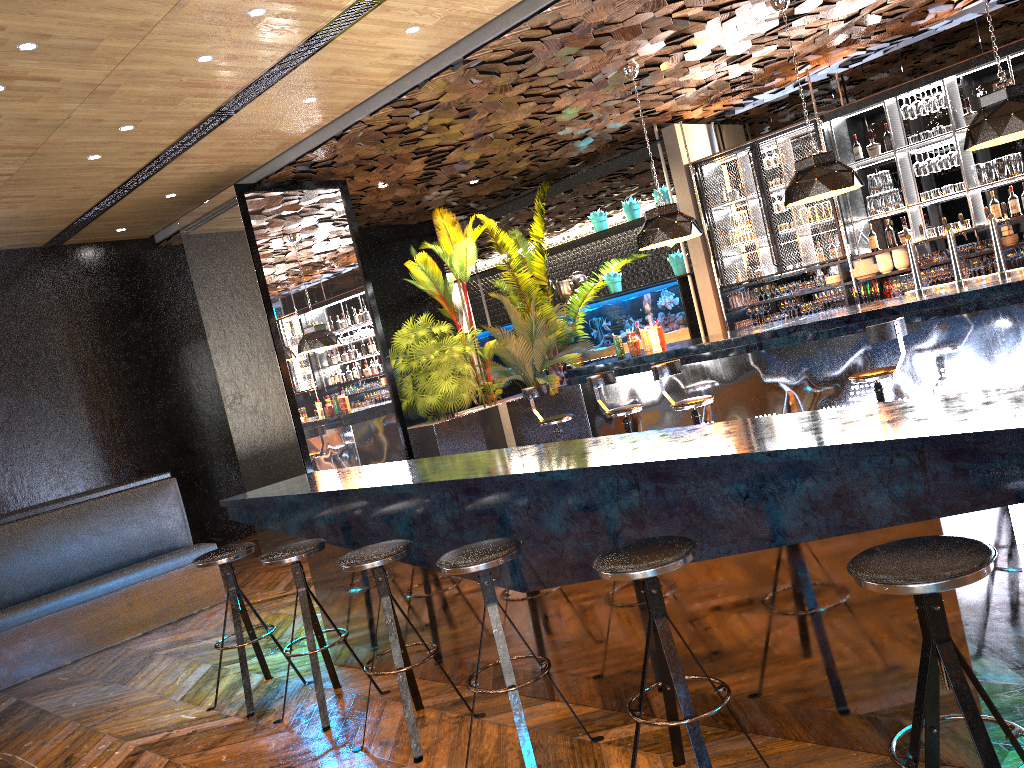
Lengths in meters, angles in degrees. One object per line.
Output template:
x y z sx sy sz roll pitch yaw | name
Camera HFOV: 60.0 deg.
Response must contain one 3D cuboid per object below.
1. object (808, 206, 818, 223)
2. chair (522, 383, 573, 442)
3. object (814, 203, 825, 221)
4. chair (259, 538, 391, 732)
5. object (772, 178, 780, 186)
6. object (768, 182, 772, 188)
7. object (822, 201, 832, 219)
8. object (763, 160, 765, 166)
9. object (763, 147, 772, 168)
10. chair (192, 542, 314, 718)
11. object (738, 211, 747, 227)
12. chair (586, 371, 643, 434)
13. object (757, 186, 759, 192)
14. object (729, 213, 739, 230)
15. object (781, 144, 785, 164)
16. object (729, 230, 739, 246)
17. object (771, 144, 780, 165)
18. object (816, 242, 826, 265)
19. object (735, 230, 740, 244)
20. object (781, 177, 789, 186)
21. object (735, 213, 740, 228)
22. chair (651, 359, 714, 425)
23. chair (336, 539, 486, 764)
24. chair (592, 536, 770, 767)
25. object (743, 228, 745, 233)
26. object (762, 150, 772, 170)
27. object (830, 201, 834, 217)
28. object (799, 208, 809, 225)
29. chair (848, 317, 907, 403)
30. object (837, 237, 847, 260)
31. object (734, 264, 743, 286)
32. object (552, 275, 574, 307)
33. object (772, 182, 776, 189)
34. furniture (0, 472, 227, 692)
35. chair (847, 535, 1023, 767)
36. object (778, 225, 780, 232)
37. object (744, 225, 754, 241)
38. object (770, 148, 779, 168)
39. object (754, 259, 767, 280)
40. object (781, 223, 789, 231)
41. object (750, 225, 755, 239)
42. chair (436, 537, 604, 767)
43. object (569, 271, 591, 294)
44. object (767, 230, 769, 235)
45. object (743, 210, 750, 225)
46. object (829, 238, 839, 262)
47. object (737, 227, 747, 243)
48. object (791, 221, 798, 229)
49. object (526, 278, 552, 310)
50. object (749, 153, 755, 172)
3.298 -1.849 9.699 0.092 0.182 0.092 -11 3 40 | object
0.416 0.543 7.836 0.476 1.108 0.419 -11 3 45 | chair
3.322 -1.849 9.566 0.092 0.182 0.092 -11 3 40 | object
-0.968 1.177 4.294 0.419 0.813 0.419 -11 3 40 | chair
2.925 -2.222 9.802 0.077 0.080 0.077 -14 2 -9 | object
2.869 -2.214 9.922 0.077 0.080 0.077 -14 2 -9 | object
3.373 -1.858 9.484 0.092 0.182 0.092 -11 3 40 | object
2.765 -2.492 9.863 0.081 0.213 0.081 -15 3 -39 | object
2.824 -2.503 9.801 0.081 0.213 0.081 -15 3 -39 | object
-1.435 1.271 4.715 0.419 0.813 0.419 -11 3 40 | chair
2.656 -1.905 10.244 0.092 0.182 0.092 -11 3 40 | object
0.937 0.444 7.207 0.476 1.108 0.419 -11 3 45 | chair
2.810 -2.203 10.011 0.077 0.080 0.077 -12 3 36 | object
2.580 -1.890 10.310 0.092 0.182 0.092 -11 3 40 | object
2.985 -2.543 9.838 0.081 0.213 0.081 -15 3 -39 | object
2.589 -1.706 10.354 0.092 0.182 0.092 -11 3 40 | object
2.887 -2.515 9.737 0.081 0.213 0.081 -15 3 -39 | object
3.369 -1.427 9.688 0.075 0.261 0.075 -13 2 4 | object
2.652 -1.725 10.433 0.092 0.182 0.092 -11 3 40 | object
3.054 -2.257 9.896 0.077 0.080 0.077 -14 2 -9 | object
2.644 -1.908 10.382 0.092 0.182 0.092 -11 3 40 | object
1.369 0.367 6.593 0.476 1.108 0.419 -11 3 45 | chair
-0.487 1.085 3.745 0.419 0.813 0.419 -11 3 40 | chair
0.492 0.894 2.716 0.419 0.813 0.419 -11 3 40 | chair
2.722 -1.738 10.352 0.092 0.182 0.092 -11 3 40 | object
2.863 -2.520 9.964 0.081 0.213 0.081 -15 3 -39 | object
3.445 -1.877 9.543 0.092 0.182 0.092 -11 3 40 | object
3.191 -1.822 9.668 0.092 0.182 0.092 -11 3 40 | object
2.398 0.159 5.675 0.419 1.108 0.476 -15 3 -30 | chair
3.536 -1.461 9.517 0.075 0.260 0.075 -13 2 4 | object
2.655 -1.287 10.424 0.075 0.261 0.075 -13 2 4 | object
0.757 -1.281 12.389 0.232 0.398 0.378 -14 2 -15 | object
2.972 -2.240 9.966 0.077 0.080 0.077 -13 2 11 | object
-5.501 2.048 5.465 1.802 1.137 7.087 -11 3 45 | furniture
1.046 0.787 2.097 0.419 0.813 0.419 -11 3 40 | chair
2.968 -1.727 9.939 0.077 0.080 0.077 -12 3 24 | object
2.723 -1.732 10.202 0.092 0.182 0.092 -11 3 40 | object
2.923 -2.531 9.902 0.081 0.213 0.081 -15 3 -39 | object
2.855 -1.317 10.196 0.108 0.244 0.108 -15 3 -31 | object
3.018 -1.734 9.813 0.077 0.080 0.077 -11 3 41 | object
2.781 -1.749 10.278 0.092 0.182 0.092 -11 3 40 | object
-0.031 0.995 3.272 0.419 0.813 0.419 -11 3 40 | chair
0.921 -1.388 12.068 0.290 0.292 0.278 -14 2 -8 | object
2.925 -1.721 10.037 0.077 0.080 0.077 -15 3 -33 | object
2.708 -1.920 10.302 0.092 0.182 0.092 -11 3 40 | object
3.479 -1.451 9.605 0.075 0.260 0.075 -13 2 4 | object
2.661 -1.720 10.281 0.092 0.182 0.092 -11 3 40 | object
3.154 -1.770 9.894 0.077 0.080 0.077 -11 3 41 | object
0.417 -1.248 12.728 0.250 0.472 0.458 -14 2 -18 | object
2.698 -2.479 9.931 0.081 0.213 0.081 -15 3 -39 | object
